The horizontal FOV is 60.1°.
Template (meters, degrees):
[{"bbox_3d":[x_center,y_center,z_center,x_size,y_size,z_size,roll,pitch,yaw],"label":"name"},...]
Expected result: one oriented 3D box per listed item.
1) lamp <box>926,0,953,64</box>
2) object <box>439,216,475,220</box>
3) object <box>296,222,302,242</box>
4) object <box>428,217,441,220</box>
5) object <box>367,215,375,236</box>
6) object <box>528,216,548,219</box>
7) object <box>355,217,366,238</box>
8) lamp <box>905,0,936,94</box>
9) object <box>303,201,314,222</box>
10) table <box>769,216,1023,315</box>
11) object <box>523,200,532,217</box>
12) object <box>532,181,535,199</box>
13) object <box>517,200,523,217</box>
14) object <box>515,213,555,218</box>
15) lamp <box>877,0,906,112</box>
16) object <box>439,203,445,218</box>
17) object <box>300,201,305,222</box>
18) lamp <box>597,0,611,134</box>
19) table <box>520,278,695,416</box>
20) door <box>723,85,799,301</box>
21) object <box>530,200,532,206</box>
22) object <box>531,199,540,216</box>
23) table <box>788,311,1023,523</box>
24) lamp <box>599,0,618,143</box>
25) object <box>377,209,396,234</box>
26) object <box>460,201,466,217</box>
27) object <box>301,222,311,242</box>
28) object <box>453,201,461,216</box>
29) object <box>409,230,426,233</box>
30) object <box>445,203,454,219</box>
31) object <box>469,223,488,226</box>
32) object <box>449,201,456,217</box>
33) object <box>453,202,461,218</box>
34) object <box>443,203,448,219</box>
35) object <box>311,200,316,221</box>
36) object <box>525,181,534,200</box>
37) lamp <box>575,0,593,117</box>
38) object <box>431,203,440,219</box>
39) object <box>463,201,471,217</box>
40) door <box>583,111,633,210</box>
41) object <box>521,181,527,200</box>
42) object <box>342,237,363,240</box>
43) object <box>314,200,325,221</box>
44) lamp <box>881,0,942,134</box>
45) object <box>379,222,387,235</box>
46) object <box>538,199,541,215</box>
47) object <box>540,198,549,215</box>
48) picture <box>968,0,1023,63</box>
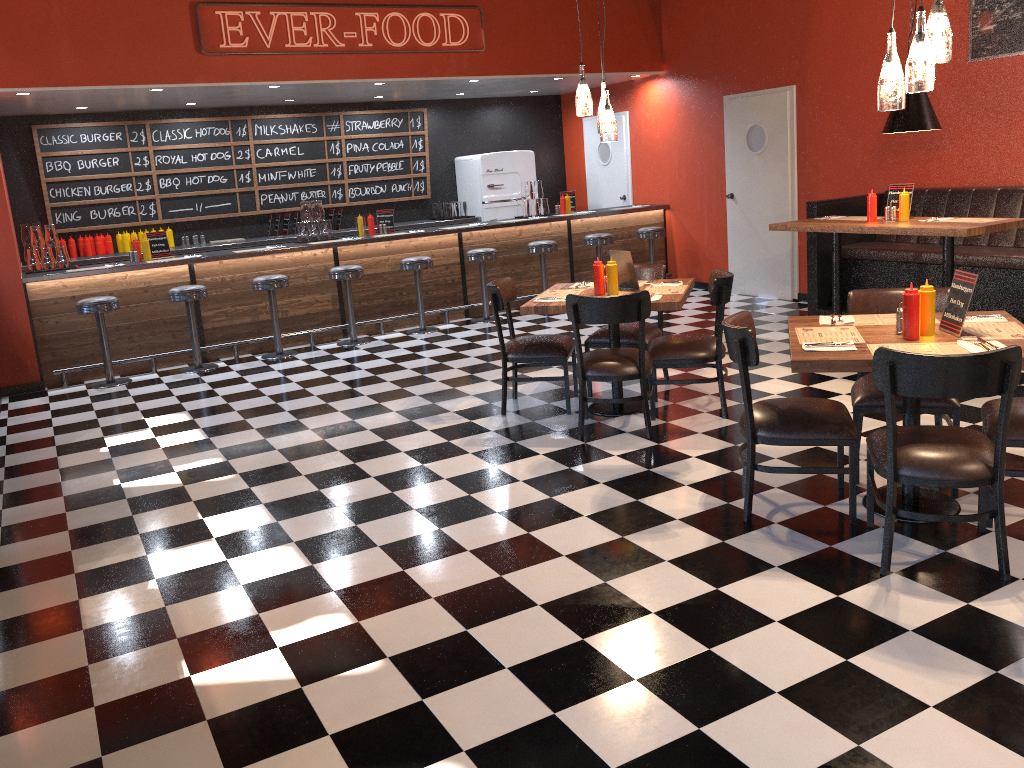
[{"bbox_3d":[1.633,-2.242,3.371,0.108,1.948,0.109,3,14,33],"label":"lamp"},{"bbox_3d":[-0.717,-2.157,11.506,0.438,0.018,0.274,-12,15,-27],"label":"object"},{"bbox_3d":[-2.212,-1.595,9.300,0.105,0.207,0.106,-1,12,17],"label":"object"},{"bbox_3d":[-0.870,-2.209,11.766,0.438,0.018,0.274,-12,15,-27],"label":"object"},{"bbox_3d":[-1.514,-1.717,9.516,0.068,0.236,0.068,-8,12,-15],"label":"object"},{"bbox_3d":[0.291,-1.924,10.229,0.158,0.019,0.256,-13,16,-31],"label":"object"},{"bbox_3d":[-1.593,-1.653,9.341,0.105,0.207,0.106,-1,12,17],"label":"object"},{"bbox_3d":[1.539,-2.106,3.316,0.108,1.948,0.109,-2,12,14],"label":"lamp"},{"bbox_3d":[-2.119,-1.789,9.193,0.105,0.207,0.106,-1,12,17],"label":"object"},{"bbox_3d":[2.785,-0.698,6.543,0.698,0.991,1.702,-11,15,-27],"label":"table"},{"bbox_3d":[0.176,-2.064,10.432,0.105,0.207,0.106,-1,12,17],"label":"object"},{"bbox_3d":[0.254,-2.313,10.553,0.105,0.207,0.106,-1,12,17],"label":"object"},{"bbox_3d":[0.111,-2.081,10.522,0.105,0.207,0.106,-1,12,17],"label":"object"},{"bbox_3d":[0.269,-2.002,10.552,0.438,0.018,0.274,-12,15,-27],"label":"object"},{"bbox_3d":[1.473,-2.068,3.427,0.108,1.948,0.109,-8,12,-16],"label":"lamp"},{"bbox_3d":[-0.901,-2.278,11.662,0.105,0.207,0.106,-1,12,17],"label":"object"},{"bbox_3d":[-2.167,-1.804,9.269,0.105,0.207,0.106,-1,12,17],"label":"object"},{"bbox_3d":[0.516,-2.530,5.377,0.109,1.948,0.109,-14,15,-40],"label":"lamp"},{"bbox_3d":[0.669,-0.215,5.737,0.956,0.767,0.969,-1,13,17],"label":"table"},{"bbox_3d":[2.641,-2.011,9.481,0.162,2.160,1.032,-11,13,-27],"label":"door"},{"bbox_3d":[0.217,-2.100,10.565,0.105,0.207,0.106,-1,12,17],"label":"object"},{"bbox_3d":[0.276,-2.082,10.473,0.105,0.207,0.106,-1,12,17],"label":"object"},{"bbox_3d":[1.721,0.159,3.870,0.960,0.767,0.965,-1,13,17],"label":"table"},{"bbox_3d":[0.522,-2.444,5.268,0.108,1.948,0.109,-1,12,19],"label":"lamp"},{"bbox_3d":[-1.372,-1.760,9.604,0.188,0.255,0.073,-3,12,7],"label":"object"},{"bbox_3d":[-0.640,-2.277,11.572,0.105,0.207,0.106,-1,12,17],"label":"object"},{"bbox_3d":[-2.147,-1.578,9.210,0.105,0.207,0.106,-1,12,17],"label":"object"},{"bbox_3d":[-0.728,-2.318,11.768,0.105,0.207,0.106,-1,12,17],"label":"object"},{"bbox_3d":[-1.018,-1.639,9.495,0.157,0.019,0.257,-7,14,-12],"label":"object"},{"bbox_3d":[-0.797,-2.213,11.365,0.105,0.207,0.106,-1,12,17],"label":"object"},{"bbox_3d":[-0.379,-1.783,9.872,0.158,0.019,0.256,-11,15,-26],"label":"object"},{"bbox_3d":[-0.783,-2.341,11.880,0.105,0.207,0.106,-1,12,17],"label":"object"},{"bbox_3d":[-0.715,-2.244,11.462,0.105,0.207,0.106,-1,12,17],"label":"object"},{"bbox_3d":[-0.838,-2.234,11.464,0.105,0.207,0.106,-1,12,17],"label":"object"},{"bbox_3d":[-2.069,-1.827,9.331,0.105,0.207,0.106,-1,12,17],"label":"object"},{"bbox_3d":[0.204,-2.275,10.415,0.105,0.207,0.106,-1,12,17],"label":"object"},{"bbox_3d":[0.377,-2.628,5.350,0.109,1.948,0.109,-13,14,-35],"label":"lamp"},{"bbox_3d":[-1.007,-2.285,11.724,0.105,0.207,0.106,-1,12,17],"label":"object"},{"bbox_3d":[-0.578,-2.258,11.475,0.105,0.207,0.106,-1,12,17],"label":"object"},{"bbox_3d":[1.290,-2.501,11.914,0.162,2.160,1.032,-11,13,-27],"label":"door"},{"bbox_3d":[0.157,-2.290,10.492,0.105,0.207,0.106,-1,12,17],"label":"object"},{"bbox_3d":[-1.662,-1.511,9.184,0.158,0.019,0.256,-13,16,-31],"label":"object"},{"bbox_3d":[-2.010,-1.809,9.236,0.105,0.207,0.106,-1,12,17],"label":"object"},{"bbox_3d":[2.695,-2.744,5.958,0.382,2.026,0.385,-2,12,13],"label":"lamp"},{"bbox_3d":[-1.386,-1.673,9.513,0.093,0.135,0.047,0,13,22],"label":"object"},{"bbox_3d":[0.321,-2.121,10.620,0.105,0.207,0.106,-1,12,17],"label":"object"},{"bbox_3d":[0.387,-2.103,10.523,0.105,0.207,0.106,-1,12,17],"label":"object"},{"bbox_3d":[4.112,-2.919,6.366,0.023,0.931,1.780,-11,14,-27],"label":"picture"}]
